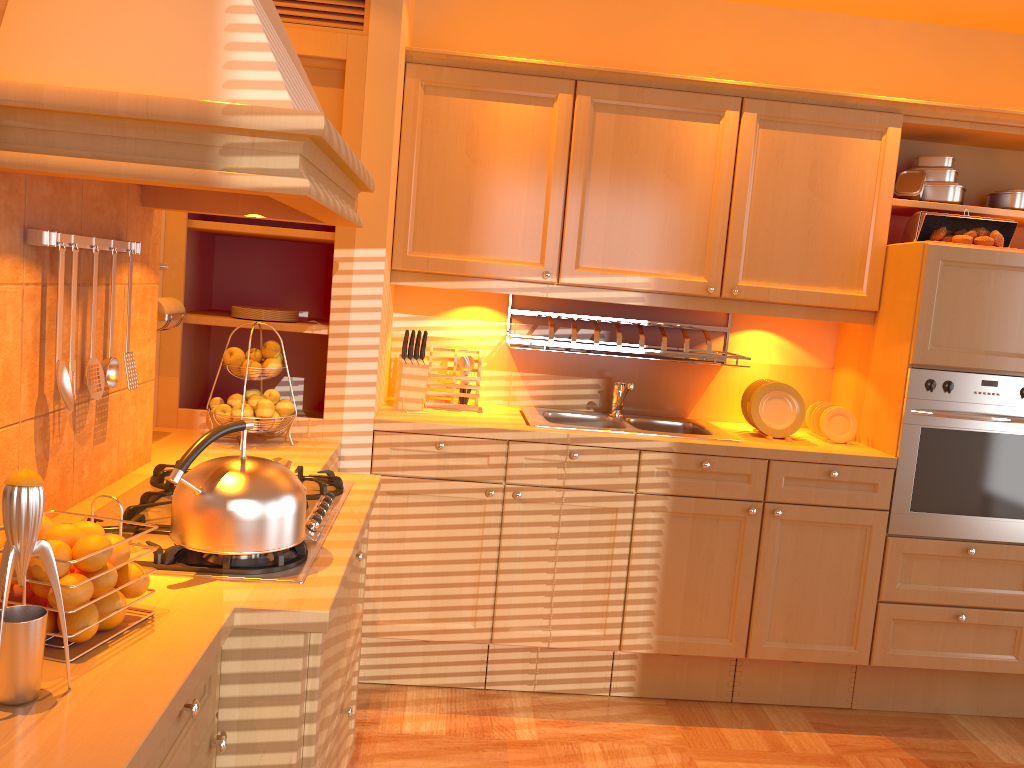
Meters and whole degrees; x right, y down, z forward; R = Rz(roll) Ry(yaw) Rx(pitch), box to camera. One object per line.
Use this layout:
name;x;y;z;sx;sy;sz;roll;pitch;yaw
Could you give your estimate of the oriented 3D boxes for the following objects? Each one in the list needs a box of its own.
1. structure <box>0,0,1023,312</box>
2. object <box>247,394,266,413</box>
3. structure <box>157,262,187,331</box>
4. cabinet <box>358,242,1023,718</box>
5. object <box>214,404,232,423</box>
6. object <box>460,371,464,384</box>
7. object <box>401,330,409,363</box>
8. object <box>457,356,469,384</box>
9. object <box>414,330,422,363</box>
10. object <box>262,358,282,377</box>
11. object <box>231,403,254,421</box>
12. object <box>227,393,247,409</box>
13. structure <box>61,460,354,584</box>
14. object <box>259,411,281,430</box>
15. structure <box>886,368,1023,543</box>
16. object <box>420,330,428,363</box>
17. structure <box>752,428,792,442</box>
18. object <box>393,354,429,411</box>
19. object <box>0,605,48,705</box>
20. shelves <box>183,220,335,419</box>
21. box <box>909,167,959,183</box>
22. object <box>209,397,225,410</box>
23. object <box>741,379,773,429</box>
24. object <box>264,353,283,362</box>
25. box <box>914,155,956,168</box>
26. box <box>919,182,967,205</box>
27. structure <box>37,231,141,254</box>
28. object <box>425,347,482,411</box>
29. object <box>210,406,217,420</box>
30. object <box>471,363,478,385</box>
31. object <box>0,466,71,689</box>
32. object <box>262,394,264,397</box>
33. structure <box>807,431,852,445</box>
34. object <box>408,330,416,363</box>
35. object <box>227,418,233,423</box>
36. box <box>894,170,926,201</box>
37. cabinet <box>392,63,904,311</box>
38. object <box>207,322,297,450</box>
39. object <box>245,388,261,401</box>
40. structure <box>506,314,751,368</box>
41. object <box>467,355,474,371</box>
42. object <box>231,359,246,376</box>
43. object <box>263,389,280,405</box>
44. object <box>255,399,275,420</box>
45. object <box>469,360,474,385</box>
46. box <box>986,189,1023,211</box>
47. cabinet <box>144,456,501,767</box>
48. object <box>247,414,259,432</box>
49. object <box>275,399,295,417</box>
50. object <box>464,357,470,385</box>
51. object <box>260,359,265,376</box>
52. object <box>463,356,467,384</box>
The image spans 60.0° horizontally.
structure;0.807;-0.819;2.608;4.091;1.148;1.061;1;7;-30
object;-0.776;0.061;2.709;0.063;0.061;0.063;1;7;-30
structure;-1.043;-0.269;2.602;0.126;0.220;0.320;4;6;-4
cabinet;1.007;0.306;3.338;3.000;1.700;0.625;4;6;-4
object;-0.871;0.089;2.680;0.056;0.057;0.053;2;7;-27
object;-0.190;-0.001;3.366;0.019;0.178;0.044;4;6;-8
object;-0.383;-0.062;3.153;0.019;0.265;0.037;0;8;-40
object;-0.184;-0.008;3.322;0.042;0.192;0.040;-1;8;-43
object;-0.344;-0.061;3.176;0.019;0.265;0.038;3;7;-21
object;-0.745;-0.052;2.747;0.063;0.063;0.064;6;6;13
object;-0.808;0.089;2.658;0.063;0.063;0.063;6;6;7
object;-0.837;0.058;2.701;0.056;0.058;0.055;9;7;31
structure;-0.636;0.265;1.929;0.494;0.051;0.797;4;6;-4
object;-0.741;0.110;2.714;0.064;0.062;0.064;3;6;-17
structure;1.625;0.259;3.073;0.576;0.583;0.066;4;6;-4
object;-0.323;-0.061;3.188;0.019;0.265;0.037;3;7;-21
structure;0.974;0.191;3.327;0.084;0.010;0.219;5;6;-1
object;-0.363;-0.006;3.190;0.100;0.200;0.070;1;7;-30
object;-0.598;0.330;1.076;0.060;0.106;0.060;0;8;-36
shelves;-0.853;-0.195;3.183;0.600;0.702;0.582;4;6;-4
box;1.629;-0.797;3.436;0.177;0.066;0.124;9;7;32
object;-0.917;0.064;2.757;0.044;0.047;0.046;7;6;16
object;0.979;0.081;3.404;0.205;0.200;0.049;5;6;-3
object;-0.753;-0.081;2.797;0.057;0.060;0.058;7;6;17
box;1.633;-0.851;3.430;0.140;0.052;0.098;9;7;32
box;1.623;-0.729;3.443;0.242;0.090;0.169;9;7;32
structure;-0.866;-0.292;1.848;0.009;0.024;0.506;4;6;-4
object;-0.220;-0.022;3.357;0.200;0.221;0.103;4;6;-4
object;-0.903;0.089;2.721;0.046;0.045;0.046;1;7;-33
object;-0.153;0.003;3.356;0.044;0.178;0.019;2;7;-27
object;-0.589;0.241;1.052;0.101;0.288;0.088;4;6;-4
object;-0.782;0.062;2.791;0.057;0.059;0.058;0;8;-40
structure;1.205;0.205;3.374;0.084;0.010;0.219;5;6;-3
object;-0.365;-0.062;3.164;0.019;0.265;0.038;3;7;-21
object;-0.853;0.118;2.721;0.046;0.043;0.047;-1;8;-44
box;1.506;-0.749;3.356;0.098;0.129;0.117;9;7;32
cabinet;0.484;-0.710;3.337;1.792;0.712;0.332;4;6;-4
object;-0.800;-0.004;2.745;0.265;0.376;0.265;-1;9;-45
object;-0.805;0.035;2.750;0.050;0.048;0.051;8;7;29
structure;0.436;-0.174;3.411;0.900;0.126;0.300;4;6;-4
object;-0.176;-0.013;3.370;0.042;0.192;0.040;-1;9;-44
object;-0.842;-0.054;2.739;0.057;0.056;0.051;-1;9;-44
object;-0.741;0.041;2.738;0.050;0.052;0.049;5;6;3
object;-0.742;0.077;2.667;0.056;0.063;0.065;2;7;-28
object;-0.161;-0.005;3.338;0.022;0.196;0.018;5;6;0
box;1.985;-0.700;3.463;0.242;0.090;0.169;2;7;-23
cabinet;-0.579;0.730;2.162;1.141;0.840;2.850;4;6;-4
object;-0.801;0.119;2.710;0.052;0.056;0.057;-1;8;-41
object;-0.707;0.076;2.754;0.064;0.060;0.063;6;6;11
object;-0.171;-0.005;3.332;0.017;0.196;0.020;7;7;21
object;-0.798;-0.054;2.781;0.058;0.059;0.058;8;7;27
object;-0.178;-0.008;3.352;0.018;0.196;0.023;5;6;0
